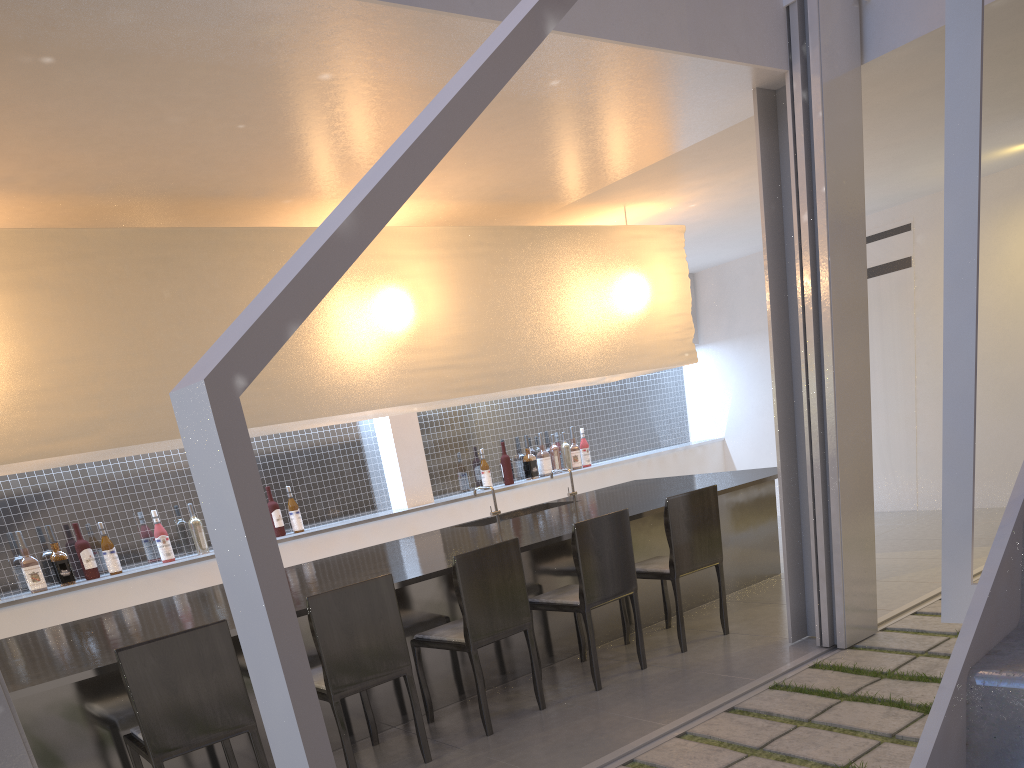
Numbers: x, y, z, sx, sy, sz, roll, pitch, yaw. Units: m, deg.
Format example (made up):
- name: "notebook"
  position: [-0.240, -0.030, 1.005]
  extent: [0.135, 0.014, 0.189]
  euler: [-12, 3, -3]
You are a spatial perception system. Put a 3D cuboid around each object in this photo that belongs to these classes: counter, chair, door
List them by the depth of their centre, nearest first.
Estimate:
- name: "chair"
  position: [-0.618, 0.669, 1.574]
  extent: [0.180, 0.468, 0.234]
  euler: [-20, 16, -36]
- name: "chair"
  position: [-0.354, 0.631, 1.756]
  extent: [0.179, 0.468, 0.235]
  euler: [-21, 17, -39]
- name: "chair"
  position: [-0.100, 0.596, 1.951]
  extent: [0.236, 0.468, 0.178]
  euler: [4, 19, 45]
- name: "chair"
  position: [0.173, 0.556, 2.122]
  extent: [0.179, 0.468, 0.235]
  euler: [-21, 17, -40]
- name: "chair"
  position: [0.436, 0.519, 2.306]
  extent: [0.181, 0.468, 0.233]
  euler: [-20, 16, -35]
- name: "counter"
  position: [-0.193, 0.660, 2.389]
  extent: [2.402, 0.399, 0.813]
  euler: [-8, 0, -36]
- name: "door"
  position: [-0.827, 0.362, 2.668]
  extent: [5.355, 1.297, 0.452]
  euler: [-9, 13, -23]
- name: "counter"
  position: [-0.315, 0.725, 3.494]
  extent: [3.468, 0.474, 0.226]
  euler: [-8, 10, -35]

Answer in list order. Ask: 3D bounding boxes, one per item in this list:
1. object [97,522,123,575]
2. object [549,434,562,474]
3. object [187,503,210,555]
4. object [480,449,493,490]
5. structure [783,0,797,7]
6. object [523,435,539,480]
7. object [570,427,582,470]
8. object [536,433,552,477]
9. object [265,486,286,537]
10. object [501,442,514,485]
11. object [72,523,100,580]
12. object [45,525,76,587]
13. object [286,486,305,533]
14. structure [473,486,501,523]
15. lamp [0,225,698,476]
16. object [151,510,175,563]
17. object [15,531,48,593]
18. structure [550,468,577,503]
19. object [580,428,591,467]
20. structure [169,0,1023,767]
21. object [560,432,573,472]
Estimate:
- name: "object"
  position: [-2.271, 0.614, 2.053]
  extent: [2.319, 0.322, 0.056]
  euler: [-8, 13, -34]
- name: "object"
  position: [0.200, 0.325, 3.820]
  extent: [0.046, 0.199, 0.041]
  euler: [-7, 16, 9]
- name: "object"
  position: [-1.108, 0.511, 2.894]
  extent: [0.046, 0.199, 0.041]
  euler: [-7, 16, 9]
- name: "object"
  position: [-0.118, 0.373, 3.590]
  extent: [0.042, 0.194, 0.037]
  euler: [-3, 17, 22]
- name: "structure"
  position: [-0.150, -0.948, 1.076]
  extent: [1.622, 0.602, 0.027]
  euler: [-10, 14, -35]
- name: "object"
  position: [0.078, 0.333, 3.727]
  extent: [0.043, 0.217, 0.045]
  euler: [-21, 20, -36]
- name: "object"
  position: [0.294, 0.302, 3.877]
  extent: [0.046, 0.217, 0.042]
  euler: [-8, 16, 4]
- name: "object"
  position: [0.143, 0.325, 3.778]
  extent: [0.044, 0.216, 0.044]
  euler: [-20, 19, -34]
- name: "object"
  position: [-0.884, 0.475, 3.058]
  extent: [0.043, 0.207, 0.043]
  euler: [5, 21, 42]
- name: "object"
  position: [-0.027, 0.352, 3.634]
  extent: [0.043, 0.207, 0.043]
  euler: [5, 21, 42]
- name: "object"
  position: [-2.227, 0.611, 2.112]
  extent: [2.046, 0.317, 0.064]
  euler: [-8, 13, -35]
- name: "object"
  position: [-2.244, 0.611, 2.064]
  extent: [1.981, 0.317, 0.101]
  euler: [-9, 12, -33]
- name: "object"
  position: [-0.819, 0.472, 3.086]
  extent: [0.042, 0.194, 0.037]
  euler: [-3, 17, 22]
- name: "structure"
  position: [-0.089, 0.395, 2.679]
  extent: [0.032, 0.131, 0.111]
  euler: [-22, 14, -39]
- name: "lamp"
  position: [-0.424, -0.134, 2.262]
  extent: [2.199, 0.458, 0.442]
  euler: [-9, 5, -35]
- name: "object"
  position: [-1.201, 0.522, 2.819]
  extent: [0.041, 0.198, 0.042]
  euler: [-21, 19, -35]
- name: "object"
  position: [-2.280, 0.617, 2.038]
  extent: [1.904, 0.317, 0.045]
  euler: [-8, 13, -35]
- name: "structure"
  position: [0.173, 0.358, 2.865]
  extent: [0.032, 0.131, 0.111]
  euler: [-22, 14, -39]
- name: "object"
  position: [0.345, 0.303, 3.912]
  extent: [0.042, 0.198, 0.041]
  euler: [-17, 17, -24]
- name: "structure"
  position: [0.526, -0.367, 0.771]
  extent: [1.845, 2.098, 1.169]
  euler: [-17, 14, -42]
- name: "object"
  position: [0.252, 0.317, 3.838]
  extent: [0.043, 0.199, 0.044]
  euler: [-21, 20, -36]
